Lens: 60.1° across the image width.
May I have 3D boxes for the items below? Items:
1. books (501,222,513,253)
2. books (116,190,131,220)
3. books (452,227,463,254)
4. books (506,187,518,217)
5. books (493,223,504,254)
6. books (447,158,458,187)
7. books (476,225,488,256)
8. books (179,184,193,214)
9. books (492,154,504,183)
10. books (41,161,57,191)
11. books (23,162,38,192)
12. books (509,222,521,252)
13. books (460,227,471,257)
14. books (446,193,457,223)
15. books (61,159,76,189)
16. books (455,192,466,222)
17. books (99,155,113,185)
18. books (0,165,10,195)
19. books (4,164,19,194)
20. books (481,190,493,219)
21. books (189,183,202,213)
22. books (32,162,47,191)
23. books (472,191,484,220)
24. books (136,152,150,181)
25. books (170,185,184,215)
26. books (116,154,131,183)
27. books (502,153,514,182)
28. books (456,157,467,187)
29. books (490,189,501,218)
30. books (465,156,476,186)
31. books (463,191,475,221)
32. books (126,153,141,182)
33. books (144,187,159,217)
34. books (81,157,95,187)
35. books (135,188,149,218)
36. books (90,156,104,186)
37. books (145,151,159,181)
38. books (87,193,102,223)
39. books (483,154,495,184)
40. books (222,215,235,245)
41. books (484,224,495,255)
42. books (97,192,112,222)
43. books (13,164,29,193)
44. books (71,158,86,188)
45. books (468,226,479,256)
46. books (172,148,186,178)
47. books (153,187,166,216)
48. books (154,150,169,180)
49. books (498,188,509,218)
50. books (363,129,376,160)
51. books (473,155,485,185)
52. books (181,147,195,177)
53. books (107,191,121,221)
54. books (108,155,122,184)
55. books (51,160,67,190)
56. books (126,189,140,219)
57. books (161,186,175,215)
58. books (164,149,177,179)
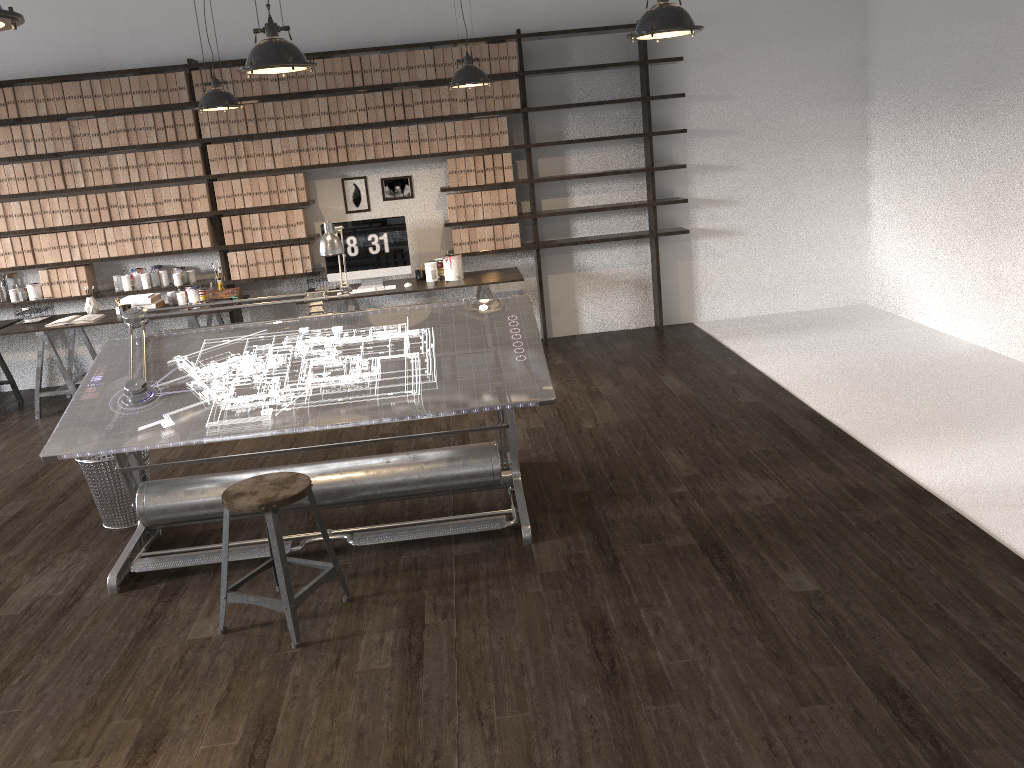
[{"bbox_3d":[-0.039,-1.182,7.145,0.067,0.223,0.176,-6,14,-3],"label":"books"},{"bbox_3d":[-2.986,-1.384,6.869,0.067,0.223,0.176,-6,14,-3],"label":"books"},{"bbox_3d":[-0.440,-1.137,7.123,0.067,0.223,0.176,-6,14,-3],"label":"books"},{"bbox_3d":[-0.003,-1.454,7.086,0.067,0.223,0.176,-6,14,-3],"label":"books"},{"bbox_3d":[-0.108,-1.174,7.140,0.067,0.223,0.176,-6,14,-3],"label":"books"},{"bbox_3d":[-0.470,-1.670,7.004,0.067,0.223,0.176,-6,14,-3],"label":"books"},{"bbox_3d":[-0.244,-1.158,7.131,0.067,0.223,0.176,-6,14,-3],"label":"books"},{"bbox_3d":[-2.514,-1.437,6.897,0.067,0.223,0.176,-6,14,-3],"label":"books"},{"bbox_3d":[-0.110,-1.710,7.023,0.067,0.223,0.176,-6,14,-3],"label":"books"},{"bbox_3d":[-3.514,-1.596,6.787,0.067,0.223,0.176,-6,14,-3],"label":"books"},{"bbox_3d":[-3.642,-1.580,6.774,0.067,0.223,0.176,-6,14,-3],"label":"books"},{"bbox_3d":[0.026,-1.187,7.142,0.067,0.223,0.176,-6,14,-3],"label":"books"},{"bbox_3d":[-0.372,-1.143,7.121,0.067,0.223,0.176,-6,14,-3],"label":"books"},{"bbox_3d":[-0.481,-1.400,7.057,0.067,0.223,0.176,-6,14,-3],"label":"books"},{"bbox_3d":[-3.366,-1.612,6.795,0.067,0.223,0.176,-6,14,-3],"label":"books"},{"bbox_3d":[-0.411,-1.409,7.065,0.067,0.223,0.176,-6,14,-3],"label":"books"},{"bbox_3d":[-3.088,-1.641,6.803,0.067,0.223,0.176,-6,14,-3],"label":"books"},{"bbox_3d":[-3.855,-1.558,6.770,0.067,0.223,0.176,-6,14,-3],"label":"books"},{"bbox_3d":[-3.786,-1.565,6.770,0.067,0.223,0.176,-6,14,-3],"label":"books"},{"bbox_3d":[-0.200,-1.431,7.071,0.067,0.223,0.176,-6,14,-3],"label":"books"},{"bbox_3d":[-2.445,-1.445,6.903,0.067,0.223,0.176,-6,14,-3],"label":"books"},{"bbox_3d":[-3.579,-1.588,6.781,0.067,0.223,0.176,-6,14,-3],"label":"books"},{"bbox_3d":[-0.273,-1.424,7.070,0.067,0.223,0.176,-6,14,-3],"label":"books"},{"bbox_3d":[-2.817,-1.672,6.822,0.067,0.223,0.176,-6,14,-3],"label":"books"},{"bbox_3d":[-2.584,-1.428,6.890,0.067,0.223,0.176,-6,14,-3],"label":"books"},{"bbox_3d":[-2.959,-1.656,6.813,0.067,0.223,0.176,-6,14,-3],"label":"books"},{"bbox_3d":[-0.035,-1.718,7.025,0.067,0.223,0.176,-6,14,-3],"label":"books"},{"bbox_3d":[-0.399,-1.678,7.008,0.067,0.223,0.176,-6,14,-3],"label":"books"},{"bbox_3d":[-0.135,-1.438,7.074,0.067,0.223,0.176,-6,14,-3],"label":"books"},{"bbox_3d":[-0.329,-1.684,7.007,0.067,0.223,0.176,-6,14,-3],"label":"books"},{"bbox_3d":[-0.342,-1.417,7.070,0.067,0.223,0.176,-6,14,-3],"label":"books"},{"bbox_3d":[-2.887,-1.664,6.815,0.067,0.223,0.176,-6,14,-3],"label":"books"},{"bbox_3d":[-2.778,-1.406,6.878,0.067,0.223,0.176,-6,14,-3],"label":"books"},{"bbox_3d":[-3.225,-1.627,6.802,0.067,0.223,0.176,-6,14,-3],"label":"books"},{"bbox_3d":[-2.846,-1.401,6.881,0.067,0.223,0.176,-6,14,-3],"label":"books"},{"bbox_3d":[-3.155,-1.635,6.805,0.067,0.223,0.176,-6,14,-3],"label":"books"},{"bbox_3d":[-2.748,-1.681,6.828,0.067,0.223,0.176,-6,14,-3],"label":"books"},{"bbox_3d":[-3.205,-1.361,6.862,0.067,0.223,0.176,-6,14,-3],"label":"books"},{"bbox_3d":[-0.183,-1.700,7.014,0.067,0.223,0.176,-6,14,-3],"label":"books"},{"bbox_3d":[-2.215,-1.210,6.972,0.067,0.223,0.176,-6,14,-3],"label":"books"},{"bbox_3d":[-0.178,-1.165,7.132,0.067,0.223,0.176,-6,14,-3],"label":"books"},{"bbox_3d":[-3.131,-1.368,6.861,0.067,0.223,0.176,-6,14,-3],"label":"books"},{"bbox_3d":[-3.713,-1.572,6.770,0.067,0.223,0.176,-6,14,-3],"label":"books"},{"bbox_3d":[-3.295,-1.619,6.794,0.067,0.223,0.176,-6,14,-3],"label":"books"},{"bbox_3d":[-0.306,-1.152,7.129,0.067,0.223,0.176,-6,14,-3],"label":"books"},{"bbox_3d":[-2.541,-1.702,6.831,0.067,0.223,0.176,-6,14,-3],"label":"books"},{"bbox_3d":[-2.712,-1.415,6.886,0.067,0.223,0.176,-6,14,-3],"label":"books"},{"bbox_3d":[-2.679,-1.687,6.828,0.067,0.223,0.176,-6,14,-3],"label":"books"},{"bbox_3d":[-0.072,-1.446,7.081,0.067,0.223,0.176,-6,14,-3],"label":"books"},{"bbox_3d":[-1.107,-1.867,6.909,0.067,0.223,0.176,-6,14,-3],"label":"books"},{"bbox_3d":[-0.258,-1.693,7.016,0.067,0.223,0.176,-6,14,-3],"label":"books"},{"bbox_3d":[-2.478,-1.710,6.839,0.067,0.223,0.176,-6,14,-3],"label":"books"},{"bbox_3d":[-3.057,-1.377,6.870,0.067,0.223,0.176,-6,14,-3],"label":"books"},{"bbox_3d":[-3.022,-1.650,6.811,0.067,0.223,0.176,-6,14,-3],"label":"books"},{"bbox_3d":[-3.440,-1.602,6.786,0.067,0.223,0.176,-6,14,-3],"label":"books"},{"bbox_3d":[-2.916,-1.393,6.877,0.067,0.223,0.176,-6,14,-3],"label":"books"},{"bbox_3d":[-2.650,-1.421,6.888,0.067,0.223,0.176,-6,14,-3],"label":"books"},{"bbox_3d":[-2.607,-1.694,6.828,0.067,0.223,0.176,-6,14,-3],"label":"books"}]
